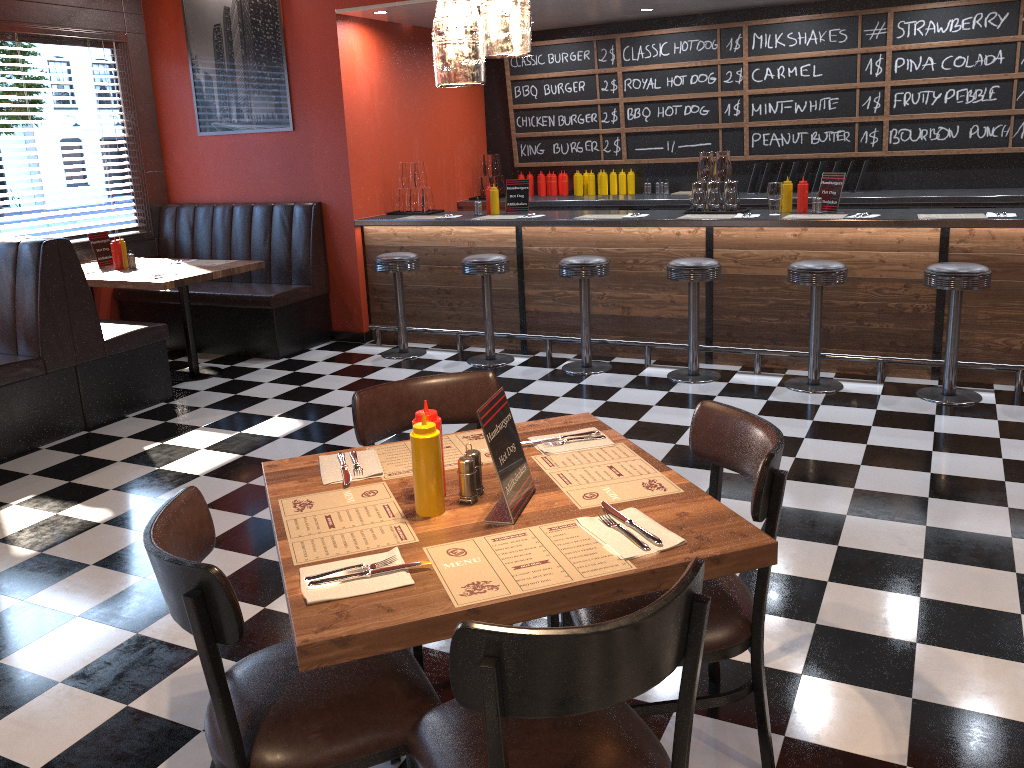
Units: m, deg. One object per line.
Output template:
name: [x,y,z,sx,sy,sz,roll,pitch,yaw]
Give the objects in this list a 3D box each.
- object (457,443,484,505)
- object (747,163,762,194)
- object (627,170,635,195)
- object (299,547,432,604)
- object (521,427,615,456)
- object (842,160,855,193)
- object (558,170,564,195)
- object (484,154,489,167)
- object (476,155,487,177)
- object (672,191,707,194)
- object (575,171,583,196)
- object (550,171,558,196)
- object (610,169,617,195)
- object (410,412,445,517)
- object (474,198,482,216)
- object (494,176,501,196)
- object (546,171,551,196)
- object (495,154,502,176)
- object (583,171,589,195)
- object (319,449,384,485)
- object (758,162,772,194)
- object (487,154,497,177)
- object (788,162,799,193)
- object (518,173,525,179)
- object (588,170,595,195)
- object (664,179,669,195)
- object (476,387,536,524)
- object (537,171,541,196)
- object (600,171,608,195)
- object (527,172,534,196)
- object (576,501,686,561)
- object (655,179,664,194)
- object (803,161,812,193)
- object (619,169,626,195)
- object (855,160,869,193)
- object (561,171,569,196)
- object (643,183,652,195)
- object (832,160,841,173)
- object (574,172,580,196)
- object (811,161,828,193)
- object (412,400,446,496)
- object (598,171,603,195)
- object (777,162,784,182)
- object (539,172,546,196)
object: [-0.098,0.203,2.079,0.047,0.134,0.094,1,15,16]
object: [2.117,-1.795,7.727,0.070,0.255,0.190,6,17,33]
object: [1.112,-1.888,8.262,0.068,0.235,0.068,5,16,28]
object: [-0.287,0.368,1.741,0.255,0.019,0.159,-8,16,-17]
object: [0.140,0.155,2.421,0.255,0.019,0.159,-7,16,-15]
object: [2.802,-1.732,7.388,0.074,0.255,0.191,5,16,28]
object: [0.485,-1.954,8.604,0.068,0.235,0.068,4,15,28]
object: [-0.237,-2.159,8.741,0.105,0.207,0.106,0,14,11]
object: [-0.300,-2.129,8.644,0.105,0.207,0.106,0,14,11]
object: [1.650,-1.724,7.968,0.366,0.001,0.263,6,18,27]
object: [0.636,-1.904,8.401,0.068,0.235,0.068,-2,14,3]
object: [0.402,-1.935,8.551,0.068,0.235,0.068,5,16,28]
object: [0.954,-1.899,8.328,0.068,0.235,0.068,3,15,24]
object: [-0.191,0.177,1.996,0.068,0.235,0.068,9,18,40]
object: [-0.262,-1.377,6.879,0.047,0.134,0.094,-10,16,-27]
object: [-0.161,-1.937,8.702,0.105,0.207,0.106,0,14,11]
object: [0.369,-1.958,8.637,0.068,0.235,0.068,5,16,28]
object: [-0.154,-2.153,8.705,0.105,0.207,0.106,0,14,11]
object: [0.712,-1.926,8.466,0.068,0.235,0.068,5,16,28]
object: [-0.418,0.216,2.301,0.157,0.019,0.257,-7,16,-14]
object: [2.197,-1.786,7.681,0.073,0.257,0.194,5,16,28]
object: [-0.197,-2.121,8.600,0.105,0.207,0.106,0,14,11]
object: [2.399,-1.768,7.585,0.072,0.254,0.190,5,16,31]
object: [0.095,-1.969,8.724,0.068,0.235,0.068,-2,14,4]
object: [0.755,-1.911,8.406,0.068,0.235,0.068,4,15,24]
object: [1.411,-1.799,8.088,0.047,0.134,0.094,3,15,21]
object: [-0.010,0.157,2.004,0.072,0.254,0.190,1,15,16]
object: [0.284,-1.967,8.683,0.068,0.235,0.068,5,16,28]
object: [0.867,-1.896,8.334,0.068,0.235,0.068,-2,14,3]
object: [0.179,-1.963,8.689,0.068,0.235,0.068,10,18,42]
object: [0.237,0.302,1.884,0.158,0.019,0.257,-10,17,-23]
object: [1.361,-1.816,8.157,0.094,0.134,0.047,-7,14,-18]
object: [2.498,-1.759,7.536,0.070,0.256,0.190,5,16,29]
object: [1.035,-1.894,8.299,0.068,0.235,0.068,4,15,28]
object: [2.902,-1.723,7.339,0.072,0.254,0.190,5,16,31]
object: [0.509,-1.931,8.517,0.068,0.235,0.068,5,16,28]
object: [1.257,-1.824,8.200,0.047,0.134,0.094,-10,16,-27]
object: [2.701,-1.741,7.438,0.072,0.254,0.190,5,16,31]
object: [0.626,-1.929,8.491,0.068,0.235,0.068,-2,14,4]
object: [2.600,-1.750,7.487,0.072,0.254,0.190,7,17,35]
object: [-0.196,0.152,2.087,0.068,0.235,0.068,-8,15,-20]
object: [0.847,-1.917,8.411,0.068,0.235,0.068,-2,14,3]
object: [2.298,-1.777,7.634,0.072,0.254,0.190,3,15,21]
object: [0.294,-1.940,8.586,0.068,0.235,0.068,-2,14,4]
